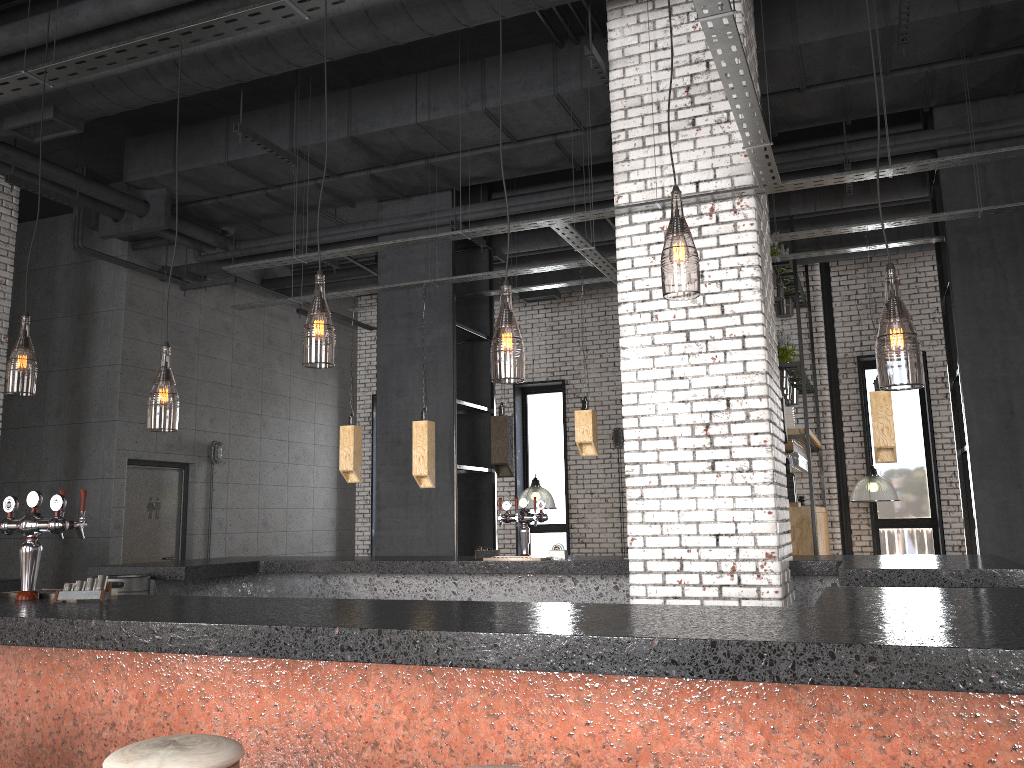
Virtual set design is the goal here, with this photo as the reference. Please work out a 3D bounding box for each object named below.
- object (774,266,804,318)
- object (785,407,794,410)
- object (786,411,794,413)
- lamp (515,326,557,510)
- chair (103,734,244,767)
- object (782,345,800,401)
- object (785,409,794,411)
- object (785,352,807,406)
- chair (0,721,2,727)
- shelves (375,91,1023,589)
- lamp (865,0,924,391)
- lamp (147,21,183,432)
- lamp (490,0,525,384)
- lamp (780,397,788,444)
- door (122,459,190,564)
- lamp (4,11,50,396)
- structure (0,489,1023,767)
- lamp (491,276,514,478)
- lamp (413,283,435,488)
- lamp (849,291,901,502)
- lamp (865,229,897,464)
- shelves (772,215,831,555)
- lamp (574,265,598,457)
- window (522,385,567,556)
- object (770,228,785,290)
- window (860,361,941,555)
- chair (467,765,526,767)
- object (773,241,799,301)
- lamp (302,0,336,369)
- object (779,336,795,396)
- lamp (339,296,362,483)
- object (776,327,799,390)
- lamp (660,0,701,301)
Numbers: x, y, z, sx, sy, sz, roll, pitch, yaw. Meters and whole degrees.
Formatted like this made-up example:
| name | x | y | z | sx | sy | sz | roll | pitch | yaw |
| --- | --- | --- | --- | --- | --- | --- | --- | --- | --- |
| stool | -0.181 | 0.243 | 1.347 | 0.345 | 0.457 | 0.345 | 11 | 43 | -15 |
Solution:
| name | x | y | z | sx | sy | sz | roll | pitch | yaw |
| --- | --- | --- | --- | --- | --- | --- | --- | --- | --- |
| object | 3.412 | -1.125 | 11.150 | 0.467 | 0.561 | 0.415 | -7 | -11 | 31 |
| object | 2.816 | 0.281 | 9.402 | 0.334 | 0.039 | 0.333 | 0 | -9 | -4 |
| object | 2.816 | 0.319 | 9.395 | 0.334 | 0.044 | 0.333 | 0 | -9 | -7 |
| lamp | 0.283 | 0.393 | 11.400 | 0.536 | 2.414 | 0.535 | 5 | -11 | -31 |
| chair | -0.871 | 1.311 | 2.174 | 0.480 | 0.808 | 0.437 | 0 | -10 | -4 |
| object | 3.181 | -0.082 | 10.513 | 0.416 | 0.561 | 0.466 | 3 | -10 | -22 |
| object | 2.817 | 0.300 | 9.398 | 0.335 | 0.039 | 0.333 | -1 | -9 | -3 |
| object | 3.408 | -0.019 | 10.956 | 0.466 | 0.561 | 0.415 | -9 | -12 | 40 |
| chair | -1.748 | 1.384 | 2.548 | 0.438 | 0.808 | 0.479 | 4 | -11 | -29 |
| shelves | 1.617 | -0.272 | 8.125 | 6.143 | 4.382 | 1.000 | -5 | -10 | 22 |
| lamp | 0.965 | -0.780 | 2.364 | 0.108 | 1.604 | 0.108 | 6 | -12 | -36 |
| lamp | -1.270 | -0.622 | 3.318 | 0.108 | 1.604 | 0.108 | -2 | -10 | 4 |
| lamp | -0.026 | -0.730 | 2.889 | 0.108 | 1.466 | 0.108 | 0 | -10 | -6 |
| lamp | 1.726 | -0.300 | 5.936 | 0.127 | 1.400 | 0.127 | -5 | -11 | 22 |
| door | -4.160 | 1.936 | 10.130 | 0.158 | 2.110 | 1.117 | -5 | -10 | 22 |
| lamp | -1.900 | -0.750 | 3.533 | 0.108 | 1.604 | 0.108 | 6 | -12 | -36 |
| structure | -0.485 | 1.334 | 4.576 | 5.873 | 1.539 | 4.299 | -5 | -9 | 22 |
| lamp | -0.081 | -0.082 | 6.640 | 0.127 | 1.552 | 0.127 | -5 | -11 | 22 |
| lamp | -0.684 | -0.004 | 6.874 | 0.127 | 1.612 | 0.127 | -5 | -11 | 22 |
| lamp | 4.001 | 0.116 | 10.043 | 0.536 | 2.414 | 0.535 | 5 | -11 | -31 |
| lamp | 2.330 | -0.272 | 5.684 | 0.127 | 1.552 | 0.127 | -5 | -11 | 22 |
| shelves | 3.120 | 0.333 | 10.205 | 0.689 | 5.036 | 2.326 | -5 | -10 | 22 |
| lamp | 0.520 | -0.192 | 6.412 | 0.127 | 1.425 | 0.127 | -5 | -11 | 22 |
| window | 0.496 | 1.350 | 13.022 | 0.748 | 2.708 | 0.364 | -5 | -11 | 22 |
| object | 2.789 | -1.320 | 9.795 | 0.416 | 0.561 | 0.466 | 0 | -9 | -4 |
| window | 4.926 | 0.999 | 11.266 | 0.748 | 2.708 | 0.364 | -5 | -11 | 22 |
| chair | -0.088 | 1.298 | 1.985 | 0.439 | 0.808 | 0.479 | -1 | -10 | 1 |
| object | 3.018 | -1.254 | 10.260 | 0.467 | 0.561 | 0.415 | 2 | -10 | -20 |
| lamp | -0.648 | -0.849 | 3.036 | 0.108 | 1.604 | 0.108 | 6 | -12 | -36 |
| object | 3.007 | -0.147 | 10.071 | 0.416 | 0.561 | 0.466 | -4 | -10 | 16 |
| lamp | -1.287 | 0.014 | 7.118 | 0.127 | 1.552 | 0.127 | -5 | -11 | 22 |
| object | 2.853 | -0.216 | 9.597 | 0.467 | 0.561 | 0.415 | 1 | -10 | -13 |
| lamp | 0.459 | -1.035 | 2.614 | 0.108 | 1.604 | 0.108 | 6 | -12 | -36 |
